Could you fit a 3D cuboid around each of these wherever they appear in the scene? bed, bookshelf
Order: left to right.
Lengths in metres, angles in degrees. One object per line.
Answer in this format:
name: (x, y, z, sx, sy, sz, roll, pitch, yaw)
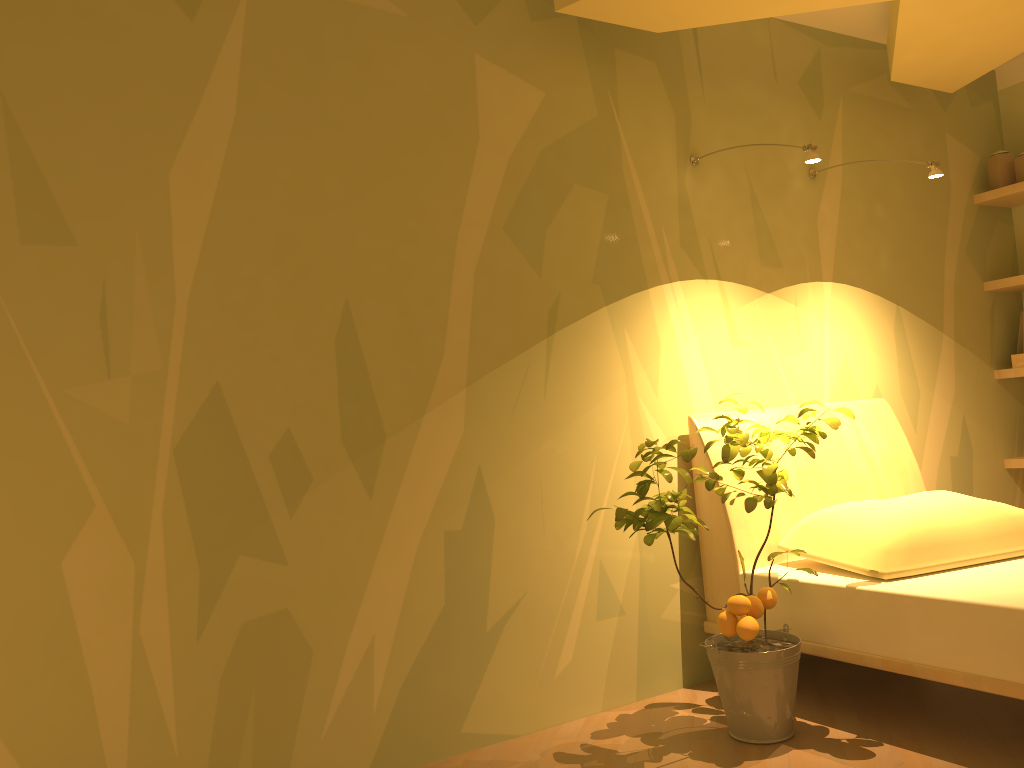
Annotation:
bed: (1.652, 0.418, 2.203, 1.286, 0.894, 2.378, -3, -4, -31)
bookshelf: (2.945, -0.365, 2.963, 0.300, 1.240, 2.605, -3, -4, -31)

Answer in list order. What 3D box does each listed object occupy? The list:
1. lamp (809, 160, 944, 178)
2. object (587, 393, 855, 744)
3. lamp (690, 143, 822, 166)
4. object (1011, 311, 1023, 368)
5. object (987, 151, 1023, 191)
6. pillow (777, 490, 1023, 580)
lamp: (1.320, -0.778, 3.246, 0.050, 0.178, 0.533, -3, -4, -31)
object: (0.592, 0.495, 2.408, 0.828, 0.944, 0.372, -3, -4, -38)
lamp: (0.791, -0.749, 2.927, 0.050, 0.178, 0.533, -3, -4, -31)
object: (2.332, -0.206, 3.983, 0.236, 0.259, 0.087, -3, -4, -37)
object: (2.320, -0.997, 3.924, 0.234, 0.229, 0.349, -3, -4, -30)
pillow: (1.303, 0.466, 2.804, 0.801, 0.213, 0.482, -4, -3, -21)
